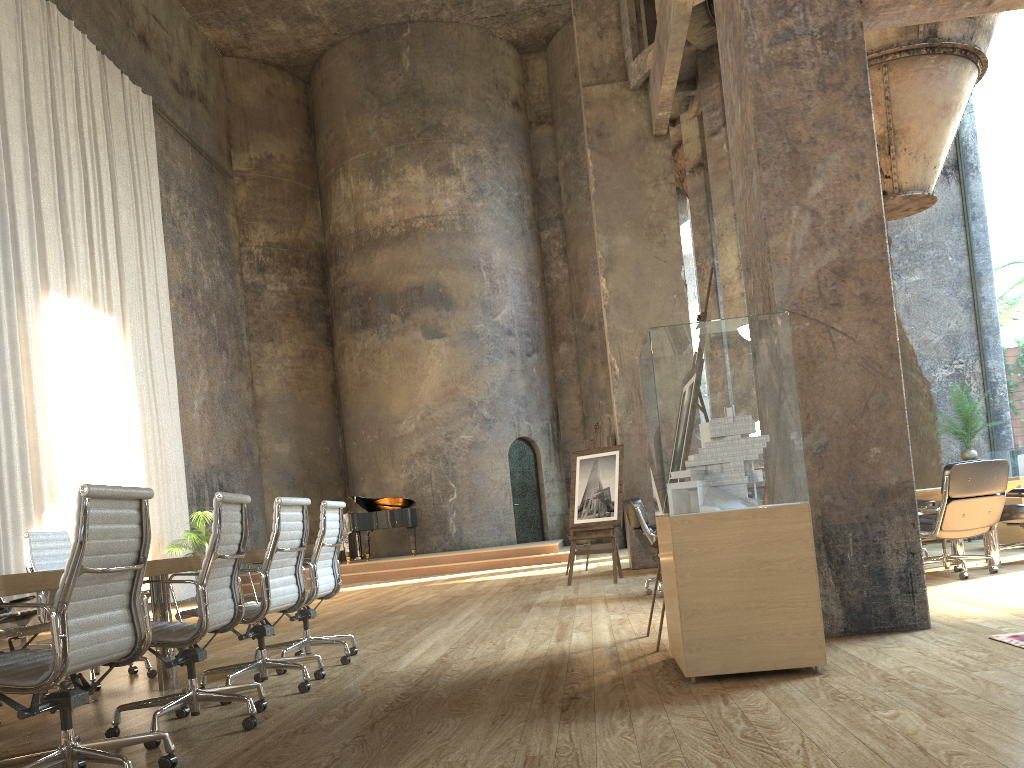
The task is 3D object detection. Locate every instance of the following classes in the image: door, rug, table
[{"bbox_3d":[0.256,2.297,19.034,0.899,2.282,0.092,-4,-2,-37],"label":"door"},{"bbox_3d":[2.616,2.191,18.821,0.110,2.614,0.911,-4,-3,-43],"label":"door"},{"bbox_3d":[3.402,0.952,3.392,2.465,0.009,1.358,-7,-9,5],"label":"rug"},{"bbox_3d":[-2.314,1.030,2.602,1.602,0.752,7.784,-6,-9,4],"label":"table"},{"bbox_3d":[2.993,1.336,7.682,2.412,0.695,1.114,-7,-7,5],"label":"table"}]

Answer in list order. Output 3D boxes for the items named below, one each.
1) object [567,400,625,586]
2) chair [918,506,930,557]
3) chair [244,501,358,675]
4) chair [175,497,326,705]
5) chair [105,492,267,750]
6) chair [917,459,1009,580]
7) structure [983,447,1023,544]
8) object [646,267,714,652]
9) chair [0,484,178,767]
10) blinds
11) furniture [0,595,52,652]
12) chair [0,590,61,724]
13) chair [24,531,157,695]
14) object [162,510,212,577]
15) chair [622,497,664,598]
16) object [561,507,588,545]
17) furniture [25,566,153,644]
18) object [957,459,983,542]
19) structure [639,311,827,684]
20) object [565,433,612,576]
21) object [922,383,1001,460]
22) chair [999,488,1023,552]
[{"bbox_3d":[1.004,1.231,10.116,0.707,2.133,0.682,-7,-3,36],"label":"object"},{"bbox_3d":[3.558,1.298,8.399,0.730,0.886,0.827,-6,-5,5],"label":"chair"},{"bbox_3d":[-1.368,1.285,5.609,0.701,1.019,0.669,-6,-4,10],"label":"chair"},{"bbox_3d":[-1.408,1.150,4.745,0.701,1.019,0.668,-7,-4,13],"label":"chair"},{"bbox_3d":[-1.473,1.020,3.891,0.700,1.019,0.670,-6,-4,4],"label":"chair"},{"bbox_3d":[3.429,1.080,6.954,0.727,0.886,0.831,-4,-5,-22],"label":"chair"},{"bbox_3d":[5.484,1.155,9.110,0.736,1.008,0.749,-6,-4,4],"label":"structure"},{"bbox_3d":[1.024,0.412,5.017,0.685,2.133,0.705,-6,-2,3],"label":"object"},{"bbox_3d":[-1.560,0.880,2.961,0.701,1.019,0.669,-6,-4,10],"label":"chair"},{"bbox_3d":[-6.113,-1.237,11.183,0.275,8.583,7.887,-6,-5,5],"label":"blinds"},{"bbox_3d":[-4.930,2.098,7.862,0.709,0.834,1.888,-6,-8,4],"label":"furniture"},{"bbox_3d":[-2.802,1.299,4.793,0.700,1.019,0.669,-6,-4,8],"label":"chair"},{"bbox_3d":[0.091,1.116,5.437,12.964,1.023,31.788,-6,-9,4],"label":"chair"},{"bbox_3d":[-4.804,2.730,13.795,1.090,1.447,1.140,-5,-4,-5],"label":"object"},{"bbox_3d":[1.444,1.421,7.828,0.821,0.887,0.736,-6,-5,1],"label":"chair"},{"bbox_3d":[1.542,3.043,19.328,0.916,0.984,0.911,-7,-5,16],"label":"object"},{"bbox_3d":[-4.724,2.458,10.242,0.709,0.834,1.888,-6,-8,4],"label":"furniture"},{"bbox_3d":[5.434,1.345,10.128,0.576,0.966,0.657,-9,-5,40],"label":"object"},{"bbox_3d":[0.994,0.544,4.119,0.595,1.537,0.747,-6,-3,4],"label":"structure"},{"bbox_3d":[1.062,1.528,12.008,0.689,2.133,0.700,-7,-3,30],"label":"object"},{"bbox_3d":[5.191,0.435,10.243,0.860,0.934,0.692,-6,-4,7],"label":"object"},{"bbox_3d":[4.460,1.072,7.556,0.820,0.887,0.736,-6,-5,-1],"label":"chair"}]
